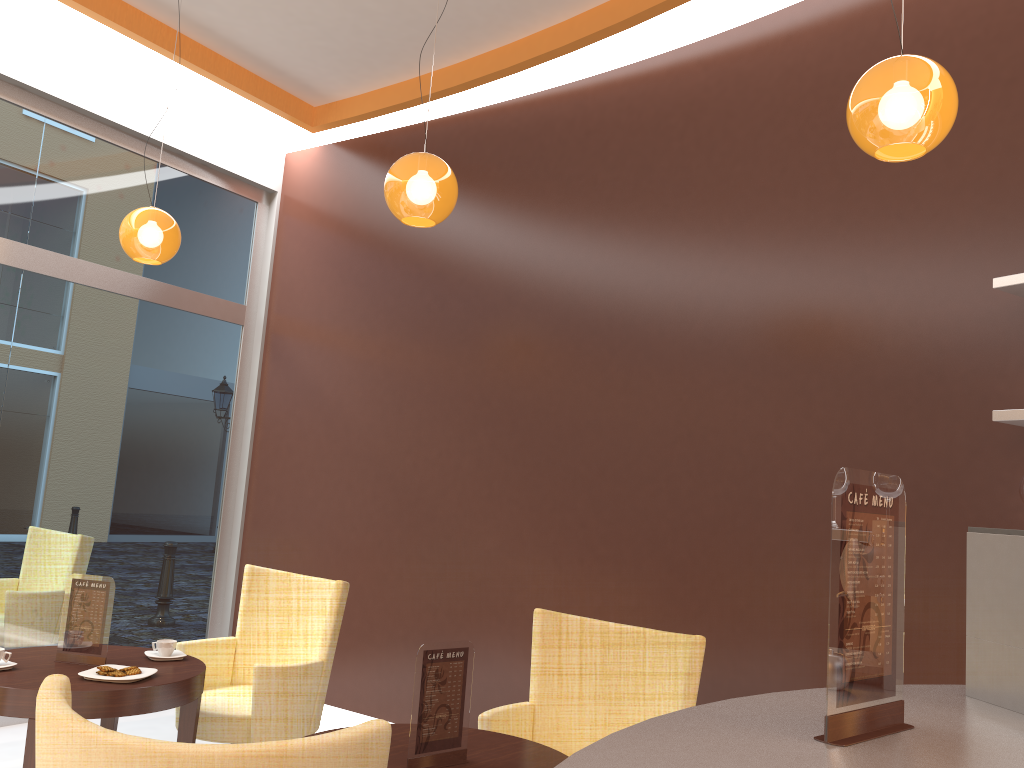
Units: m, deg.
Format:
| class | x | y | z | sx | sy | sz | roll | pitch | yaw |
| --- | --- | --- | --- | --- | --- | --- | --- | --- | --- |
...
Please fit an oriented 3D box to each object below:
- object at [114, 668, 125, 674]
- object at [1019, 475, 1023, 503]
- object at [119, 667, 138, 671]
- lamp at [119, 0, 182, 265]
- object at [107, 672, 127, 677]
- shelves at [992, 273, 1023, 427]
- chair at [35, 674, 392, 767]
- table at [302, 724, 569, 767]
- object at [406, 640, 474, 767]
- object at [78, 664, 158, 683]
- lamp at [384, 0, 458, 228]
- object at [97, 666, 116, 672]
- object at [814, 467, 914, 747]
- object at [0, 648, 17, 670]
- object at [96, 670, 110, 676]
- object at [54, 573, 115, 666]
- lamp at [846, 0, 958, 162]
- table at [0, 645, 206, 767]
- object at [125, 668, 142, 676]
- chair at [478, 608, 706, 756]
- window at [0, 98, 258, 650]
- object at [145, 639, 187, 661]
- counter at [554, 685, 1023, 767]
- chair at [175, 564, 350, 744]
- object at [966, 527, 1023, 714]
| class | x | y | z | sx | sy | sz | roll | pitch | yaw |
| --- | --- | --- | --- | --- | --- | --- | --- | --- | --- |
| object | -1.463 | 1.060 | 3.267 | 0.054 | 0.018 | 0.051 | 1 | -8 | 21 |
| object | 1.707 | 0.408 | 2.862 | 0.125 | 0.221 | 0.125 | 9 | -9 | -31 |
| object | -1.426 | 1.061 | 3.300 | 0.054 | 0.018 | 0.051 | 0 | -9 | 32 |
| lamp | -1.820 | -1.371 | 4.655 | 0.299 | 1.500 | 0.299 | 4 | -7 | 2 |
| object | -1.430 | 1.052 | 3.211 | 0.055 | 0.014 | 0.053 | 2 | -8 | 17 |
| shelves | 2.234 | -0.147 | 0.715 | 0.586 | 0.902 | 4.744 | 5 | -8 | -9 |
| chair | -0.579 | 1.109 | 1.728 | 0.729 | 1.017 | 0.685 | 3 | -8 | 12 |
| table | -0.248 | 1.398 | 2.433 | 0.872 | 0.679 | 0.874 | 6 | -8 | -9 |
| object | -0.196 | 0.897 | 2.493 | 0.209 | 0.335 | 0.042 | 11 | -10 | -42 |
| object | -1.442 | 1.063 | 3.248 | 0.234 | 0.020 | 0.234 | 4 | -8 | 5 |
| lamp | -0.321 | -1.390 | 3.659 | 0.299 | 1.500 | 0.299 | 3 | -8 | 12 |
| object | -1.486 | 1.044 | 3.249 | 0.055 | 0.016 | 0.052 | -1 | -9 | 33 |
| object | 0.577 | 0.349 | 1.434 | 0.258 | 0.414 | 0.052 | 11 | -10 | -42 |
| object | -1.899 | 1.001 | 3.231 | 0.153 | 0.069 | 0.153 | -1 | -9 | 34 |
| object | -1.475 | 1.049 | 3.215 | 0.054 | 0.018 | 0.051 | 5 | -8 | -8 |
| object | -1.655 | 0.914 | 3.449 | 0.209 | 0.335 | 0.042 | 3 | -8 | 9 |
| lamp | 1.178 | -1.410 | 2.662 | 0.299 | 1.500 | 0.299 | 3 | -8 | 12 |
| table | -1.657 | 1.414 | 3.359 | 0.872 | 0.679 | 0.874 | 6 | -8 | -9 |
| object | -1.395 | 1.061 | 3.266 | 0.052 | 0.018 | 0.055 | 9 | -9 | -32 |
| chair | 0.252 | 1.348 | 3.074 | 0.729 | 1.017 | 0.685 | -2 | -10 | 40 |
| window | -4.147 | -0.266 | 2.846 | 0.040 | 3.380 | 8.200 | -1 | -9 | 34 |
| object | -1.420 | 1.091 | 3.643 | 0.153 | 0.069 | 0.153 | 9 | -9 | -34 |
| counter | 0.702 | 0.980 | 0.342 | 1.586 | 1.100 | 2.917 | 6 | -8 | -11 |
| chair | -1.145 | 1.365 | 3.991 | 0.729 | 1.017 | 0.685 | -1 | -9 | 37 |
| object | 1.102 | 0.456 | 1.666 | 0.270 | 0.340 | 0.373 | 6 | -8 | -11 |
